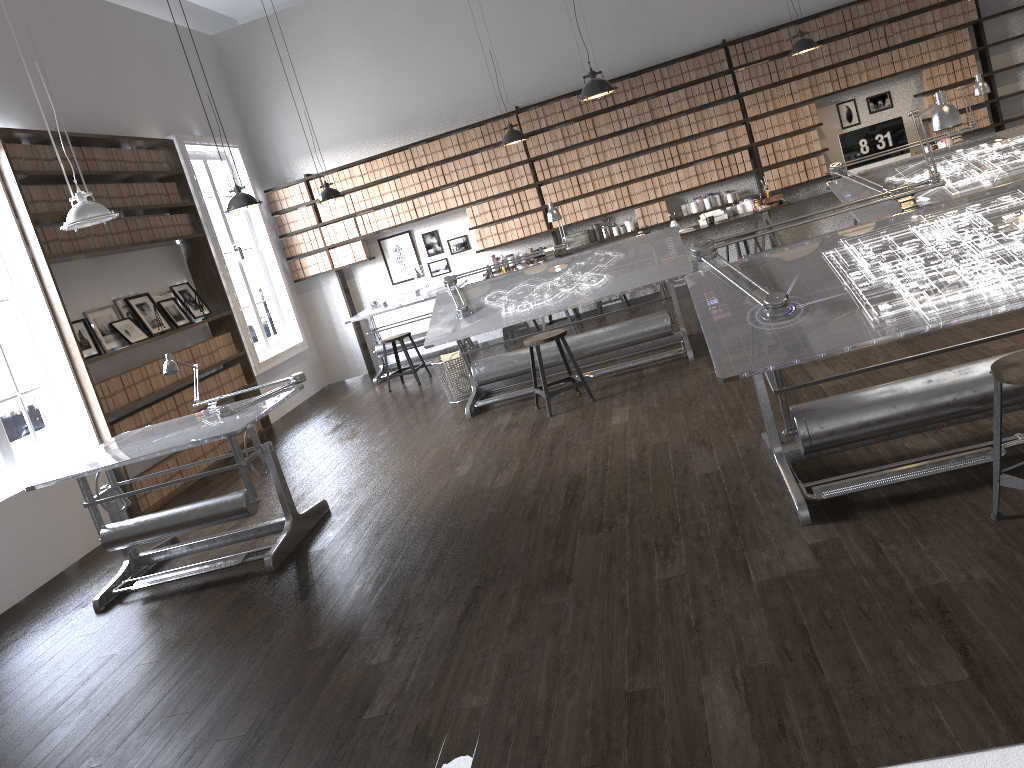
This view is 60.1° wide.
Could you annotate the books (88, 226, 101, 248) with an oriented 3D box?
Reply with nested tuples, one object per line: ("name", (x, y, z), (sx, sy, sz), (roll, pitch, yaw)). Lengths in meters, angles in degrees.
("books", (-3.436, -1.167, 7.131), (0.174, 0.224, 0.067), (-15, 8, 10))

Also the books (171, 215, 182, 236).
("books", (-3.264, -1.476, 8.422), (0.174, 0.224, 0.067), (-15, 8, 10))

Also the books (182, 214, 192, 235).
("books", (-3.238, -1.523, 8.619), (0.174, 0.224, 0.067), (-15, 8, 10))

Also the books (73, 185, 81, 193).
("books", (-3.523, -1.463, 7.099), (0.174, 0.224, 0.067), (-15, 8, 10))

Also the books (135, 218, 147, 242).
("books", (-3.344, -1.331, 7.817), (0.174, 0.224, 0.067), (-15, 8, 10))

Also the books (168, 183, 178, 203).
("books", (-3.336, -1.804, 8.528), (0.174, 0.224, 0.067), (-15, 8, 10))

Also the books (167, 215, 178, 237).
("books", (-3.277, -1.459, 8.355), (0.174, 0.224, 0.067), (-15, 8, 10))

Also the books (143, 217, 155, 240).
("books", (-3.329, -1.364, 7.956), (0.174, 0.224, 0.067), (-15, 8, 10))

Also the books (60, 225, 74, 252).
("books", (-3.486, -1.086, 6.800), (0.174, 0.224, 0.067), (-15, 8, 10))

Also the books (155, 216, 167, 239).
("books", (-3.301, -1.410, 8.147), (0.174, 0.224, 0.067), (-15, 8, 10))

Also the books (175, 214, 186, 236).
("books", (-3.251, -1.494, 8.492), (0.174, 0.224, 0.067), (-15, 8, 10))

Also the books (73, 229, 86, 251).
("books", (-3.462, -1.120, 6.934), (0.174, 0.224, 0.067), (-15, 8, 10))

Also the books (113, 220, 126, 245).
("books", (-3.388, -1.250, 7.476), (0.174, 0.224, 0.067), (-15, 8, 10))

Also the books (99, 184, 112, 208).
("books", (-3.480, -1.544, 7.438), (0.174, 0.224, 0.067), (-15, 8, 10))

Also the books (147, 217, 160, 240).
("books", (-3.315, -1.381, 8.020), (0.174, 0.224, 0.067), (-15, 8, 10))

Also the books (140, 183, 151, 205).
("books", (-3.400, -1.689, 8.044), (0.174, 0.224, 0.067), (-15, 8, 10))

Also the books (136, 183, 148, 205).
("books", (-3.406, -1.675, 7.982), (0.174, 0.224, 0.067), (-15, 8, 10))

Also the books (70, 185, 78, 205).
("books", (-3.539, -1.444, 7.027), (0.174, 0.224, 0.067), (-15, 8, 10))

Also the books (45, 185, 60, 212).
("books", (-3.569, -1.380, 6.752), (0.174, 0.224, 0.067), (-15, 8, 10))

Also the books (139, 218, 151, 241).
("books", (-3.339, -1.347, 7.887), (0.174, 0.224, 0.067), (-15, 8, 10))

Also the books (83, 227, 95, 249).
("books", (-3.448, -1.150, 7.061), (0.174, 0.224, 0.067), (-15, 8, 10))

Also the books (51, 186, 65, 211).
("books", (-3.566, -1.395, 6.819), (0.174, 0.224, 0.067), (-15, 8, 10))

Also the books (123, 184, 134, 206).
("books", (-3.438, -1.624, 7.776), (0.174, 0.224, 0.067), (-15, 8, 10))

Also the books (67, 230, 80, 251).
("books", (-3.476, -1.103, 6.869), (0.174, 0.224, 0.067), (-15, 8, 10))

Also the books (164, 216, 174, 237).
("books", (-3.284, -1.443, 8.287), (0.174, 0.224, 0.067), (-15, 8, 10))

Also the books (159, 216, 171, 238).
("books", (-3.290, -1.428, 8.217), (0.174, 0.224, 0.067), (-15, 8, 10))

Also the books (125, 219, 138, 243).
("books", (-3.363, -1.298, 7.674), (0.174, 0.224, 0.067), (-15, 8, 10))

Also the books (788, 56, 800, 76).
("books", (2.984, -3.375, 9.412), (0.066, 0.224, 0.176), (-15, 9, 11))

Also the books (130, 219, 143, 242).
("books", (-3.358, -1.314, 7.748), (0.174, 0.224, 0.067), (-15, 8, 10))

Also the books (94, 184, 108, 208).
("books", (-3.486, -1.528, 7.367), (0.174, 0.224, 0.067), (-15, 8, 10))

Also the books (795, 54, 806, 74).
("books", (3.052, -3.393, 9.399), (0.066, 0.224, 0.176), (-15, 9, 11))

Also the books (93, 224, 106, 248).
("books", (-3.431, -1.183, 7.200), (0.174, 0.224, 0.067), (-15, 8, 10))

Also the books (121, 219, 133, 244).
("books", (-3.378, -1.279, 7.603), (0.174, 0.224, 0.067), (-15, 8, 10))

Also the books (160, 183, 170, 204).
("books", (-3.356, -1.770, 8.382), (0.174, 0.224, 0.067), (-15, 8, 10))

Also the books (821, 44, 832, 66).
("books", (3.307, -3.459, 9.347), (0.067, 0.224, 0.176), (-15, 9, 11))

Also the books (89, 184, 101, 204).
("books", (-3.496, -1.511, 7.296), (0.174, 0.224, 0.067), (-15, 8, 10))

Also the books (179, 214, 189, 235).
("books", (-3.242, -1.510, 8.557), (0.174, 0.224, 0.067), (-15, 8, 10))

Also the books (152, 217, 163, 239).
("books", (-3.311, -1.395, 8.086), (0.174, 0.224, 0.067), (-15, 8, 10))

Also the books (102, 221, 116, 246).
("books", (-3.410, -1.216, 7.336), (0.174, 0.224, 0.067), (-15, 8, 10))

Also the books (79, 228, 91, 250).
("books", (-3.457, -1.135, 7.000), (0.174, 0.224, 0.067), (-15, 8, 10))

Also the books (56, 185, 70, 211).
("books", (-3.557, -1.411, 6.888), (0.174, 0.224, 0.067), (-15, 8, 10))

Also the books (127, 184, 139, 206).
("books", (-3.427, -1.641, 7.844), (0.174, 0.224, 0.067), (-15, 8, 10))

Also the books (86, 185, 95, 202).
("books", (-3.508, -1.495, 7.235), (0.174, 0.224, 0.067), (-15, 8, 10))

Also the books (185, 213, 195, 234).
("books", (-3.230, -1.539, 8.688), (0.174, 0.224, 0.067), (-15, 8, 10))

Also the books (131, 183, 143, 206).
("books", (-3.414, -1.658, 7.912), (0.174, 0.224, 0.067), (-15, 8, 10))

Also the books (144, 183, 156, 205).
("books", (-3.386, -1.706, 8.108), (0.174, 0.224, 0.067), (-15, 8, 10))

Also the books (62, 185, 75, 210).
("books", (-3.543, -1.429, 6.957), (0.174, 0.224, 0.067), (-15, 8, 10))

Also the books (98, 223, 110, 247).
("books", (-3.423, -1.198, 7.269), (0.174, 0.224, 0.067), (-15, 8, 10))

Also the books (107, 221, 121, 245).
("books", (-3.398, -1.233, 7.406), (0.174, 0.224, 0.067), (-15, 8, 10))

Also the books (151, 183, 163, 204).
("books", (-3.374, -1.737, 8.244), (0.174, 0.224, 0.067), (-15, 8, 10))

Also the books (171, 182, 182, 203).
("books", (-3.324, -1.823, 8.601), (0.174, 0.224, 0.067), (-15, 8, 10))

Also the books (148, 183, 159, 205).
("books", (-3.383, -1.720, 8.175), (0.174, 0.224, 0.067), (-15, 8, 10))

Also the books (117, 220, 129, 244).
("books", (-3.384, -1.264, 7.539), (0.174, 0.224, 0.067), (-15, 8, 10))

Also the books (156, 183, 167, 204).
("books", (-3.360, -1.754, 8.312), (0.174, 0.224, 0.067), (-15, 8, 10))

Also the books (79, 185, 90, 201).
("books", (-3.519, -1.479, 7.172), (0.174, 0.224, 0.067), (-15, 8, 10))

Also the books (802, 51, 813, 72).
("books", (3.115, -3.408, 9.382), (0.067, 0.224, 0.176), (-15, 9, 11))

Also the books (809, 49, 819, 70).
("books", (3.179, -3.426, 9.374), (0.066, 0.224, 0.176), (-15, 9, 11))
